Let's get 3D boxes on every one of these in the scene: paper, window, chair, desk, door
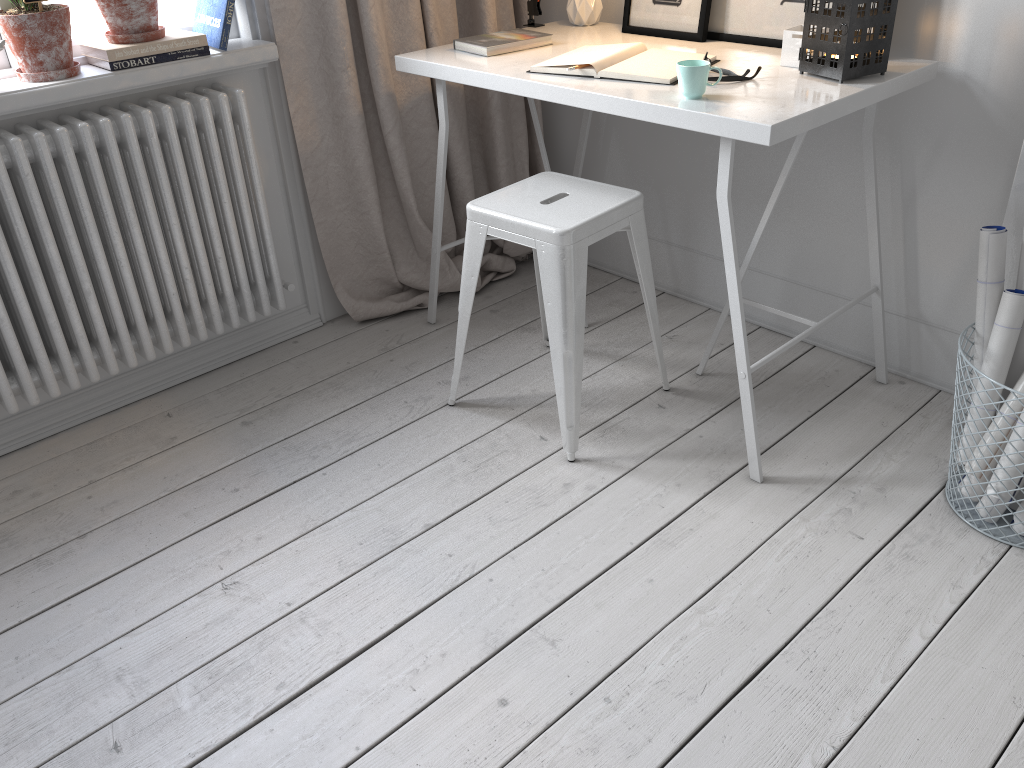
[{"bbox_3d":[1.008,0.020,1.674,0.244,0.402,0.049,-26,38,-33],"label":"paper"},{"bbox_3d":[-1.151,-1.364,1.650,1.048,1.534,0.079,-28,39,-35],"label":"window"},{"bbox_3d":[1.003,0.012,1.724,0.239,0.357,0.047,-18,34,-23],"label":"paper"},{"bbox_3d":[0.109,-0.195,2.137,0.407,0.526,0.410,23,39,36],"label":"chair"},{"bbox_3d":[0.331,-0.427,2.266,0.641,0.775,1.164,-28,39,-35],"label":"desk"},{"bbox_3d":[1.056,-0.102,1.640,0.181,0.792,0.432,-2,31,1],"label":"paper"},{"bbox_3d":[0.949,-0.008,1.754,0.047,0.360,0.129,18,37,31],"label":"paper"},{"bbox_3d":[1.045,0.097,1.700,0.234,0.388,0.078,-9,31,-10],"label":"paper"},{"bbox_3d":[1.243,-0.827,1.301,0.678,2.323,0.034,20,38,33],"label":"door"},{"bbox_3d":[0.957,-0.042,1.788,0.046,0.546,0.166,-13,32,-16],"label":"paper"},{"bbox_3d":[1.033,0.040,1.731,0.253,0.431,0.054,-6,31,-5],"label":"paper"}]

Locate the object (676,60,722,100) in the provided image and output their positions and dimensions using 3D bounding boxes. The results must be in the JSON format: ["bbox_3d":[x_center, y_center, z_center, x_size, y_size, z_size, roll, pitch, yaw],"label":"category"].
[{"bbox_3d":[0.355,-0.585,1.712,0.064,0.065,0.082,-29,39,-36],"label":"object"}]

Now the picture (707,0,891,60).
[{"bbox_3d":[0.641,-1.066,1.955,0.062,0.613,0.493,-28,39,-35],"label":"picture"}]

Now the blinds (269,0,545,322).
[{"bbox_3d":[-0.261,-1.433,2.143,0.832,2.676,0.225,-28,39,-35],"label":"blinds"}]

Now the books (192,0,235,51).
[{"bbox_3d":[-0.722,-0.937,2.163,0.101,0.210,0.175,-25,37,-32],"label":"books"}]

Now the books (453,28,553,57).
[{"bbox_3d":[-0.022,-0.872,2.261,0.207,0.024,0.150,-23,36,-30],"label":"books"}]

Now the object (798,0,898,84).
[{"bbox_3d":[0.677,-0.748,1.775,0.135,0.248,0.135,-17,34,-22],"label":"object"}]

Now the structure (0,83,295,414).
[{"bbox_3d":[-1.012,-0.340,2.144,0.936,0.599,0.216,-28,39,-35],"label":"structure"}]

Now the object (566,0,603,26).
[{"bbox_3d":[0.201,-1.068,2.469,0.101,0.126,0.101,-28,39,-35],"label":"object"}]

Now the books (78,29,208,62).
[{"bbox_3d":[-0.865,-0.797,2.083,0.246,0.025,0.157,-26,38,-33],"label":"books"}]

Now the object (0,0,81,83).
[{"bbox_3d":[-1.036,-0.857,1.866,0.183,0.410,0.199,2,31,8],"label":"object"}]

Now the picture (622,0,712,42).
[{"bbox_3d":[0.396,-1.044,2.212,0.062,0.333,0.261,-28,39,-35],"label":"picture"}]

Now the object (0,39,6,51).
[{"bbox_3d":[-1.154,-0.670,1.829,0.212,0.149,0.186,-22,36,-28],"label":"object"}]

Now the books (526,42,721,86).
[{"bbox_3d":[0.242,-0.721,1.982,0.358,0.029,0.291,16,36,29],"label":"books"}]

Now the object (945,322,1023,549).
[{"bbox_3d":[1.044,0.100,1.739,0.374,0.350,0.375,-26,38,-33],"label":"object"}]

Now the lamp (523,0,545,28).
[{"bbox_3d":[0.182,-1.172,2.184,0.569,0.744,0.165,23,40,36],"label":"lamp"}]

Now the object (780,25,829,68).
[{"bbox_3d":[0.633,-0.731,1.919,0.065,0.073,0.078,23,40,37],"label":"object"}]

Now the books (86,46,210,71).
[{"bbox_3d":[-0.864,-0.781,2.102,0.245,0.022,0.157,-25,37,-32],"label":"books"}]

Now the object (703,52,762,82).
[{"bbox_3d":[0.434,-0.654,1.838,0.133,0.047,0.114,17,37,30],"label":"object"}]

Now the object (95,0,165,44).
[{"bbox_3d":[-0.871,-0.943,1.993,0.220,0.317,0.211,-5,31,-3],"label":"object"}]
